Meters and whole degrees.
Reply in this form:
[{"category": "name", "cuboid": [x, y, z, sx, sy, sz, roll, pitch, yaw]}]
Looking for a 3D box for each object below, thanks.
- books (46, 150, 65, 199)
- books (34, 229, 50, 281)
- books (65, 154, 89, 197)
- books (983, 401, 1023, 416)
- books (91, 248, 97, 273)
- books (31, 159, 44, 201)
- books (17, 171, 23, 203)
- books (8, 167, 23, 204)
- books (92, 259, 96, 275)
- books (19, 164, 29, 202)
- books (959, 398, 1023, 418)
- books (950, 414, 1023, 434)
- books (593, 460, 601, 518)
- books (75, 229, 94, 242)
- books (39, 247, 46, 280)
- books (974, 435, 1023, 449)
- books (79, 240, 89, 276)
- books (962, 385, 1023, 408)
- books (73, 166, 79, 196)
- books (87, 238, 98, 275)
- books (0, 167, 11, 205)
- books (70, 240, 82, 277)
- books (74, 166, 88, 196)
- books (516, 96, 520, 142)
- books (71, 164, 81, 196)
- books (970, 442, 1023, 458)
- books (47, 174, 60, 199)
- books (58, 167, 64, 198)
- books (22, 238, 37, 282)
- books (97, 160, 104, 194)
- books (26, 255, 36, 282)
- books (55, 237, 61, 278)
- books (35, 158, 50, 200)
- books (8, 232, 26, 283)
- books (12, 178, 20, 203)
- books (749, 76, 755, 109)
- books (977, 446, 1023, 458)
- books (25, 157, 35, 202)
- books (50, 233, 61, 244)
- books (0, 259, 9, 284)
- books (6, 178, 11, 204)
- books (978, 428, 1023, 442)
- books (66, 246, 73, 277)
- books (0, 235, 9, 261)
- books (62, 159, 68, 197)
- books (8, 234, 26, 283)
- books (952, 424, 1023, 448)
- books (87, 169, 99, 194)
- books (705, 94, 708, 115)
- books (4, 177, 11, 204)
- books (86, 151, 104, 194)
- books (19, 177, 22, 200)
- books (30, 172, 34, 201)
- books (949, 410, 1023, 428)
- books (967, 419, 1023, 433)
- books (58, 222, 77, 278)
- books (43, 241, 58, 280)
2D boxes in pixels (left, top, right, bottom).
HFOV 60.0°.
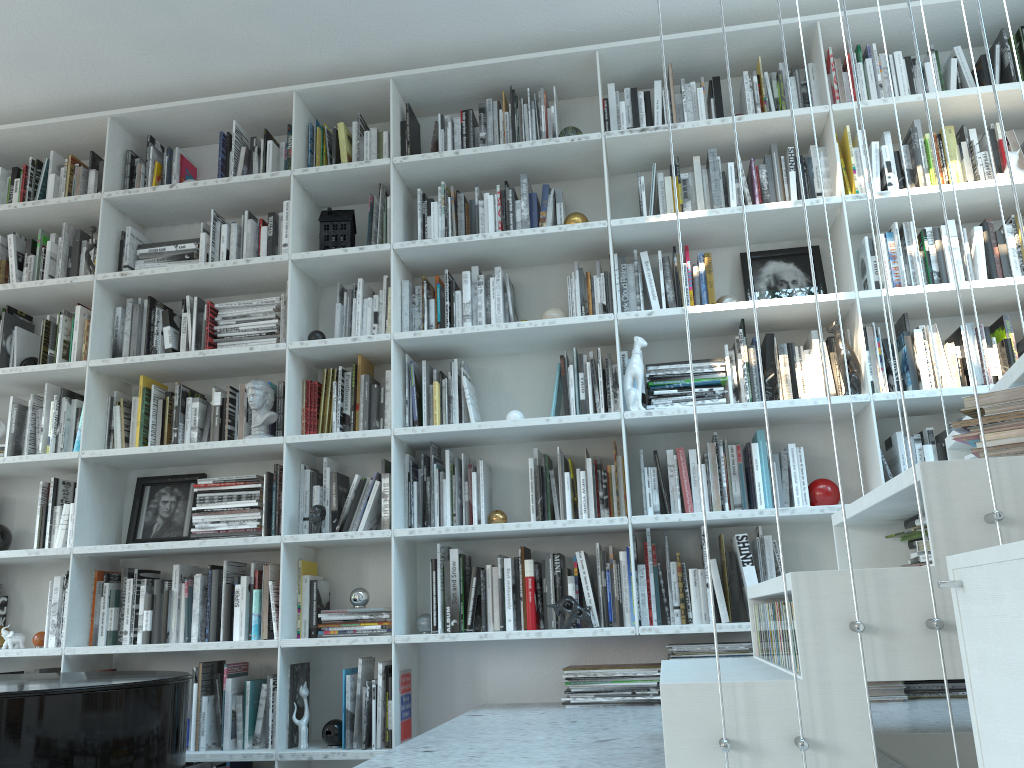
[{"category": "books", "cuboid": [-2.041, -0.873, 4.012, 0.014, 0.314, 0.166, -4, -15, 9]}, {"category": "books", "cuboid": [-2.051, -0.515, 3.918, 0.012, 0.307, 0.145, -4, -15, 9]}, {"category": "books", "cuboid": [-1.930, -0.862, 3.973, 0.014, 0.265, 0.192, -4, -15, 9]}, {"category": "books", "cuboid": [0.999, 0.050, 1.656, 0.184, 0.016, 0.179, -13, -19, 36]}, {"category": "books", "cuboid": [-1.766, -0.517, 3.865, 0.055, 0.263, 0.167, -4, -15, 9]}, {"category": "books", "cuboid": [-2.106, -0.852, 4.007, 0.013, 0.275, 0.165, -4, -15, 9]}, {"category": "books", "cuboid": [-2.179, -0.824, 4.021, 0.013, 0.234, 0.155, -4, -15, 9]}, {"category": "books", "cuboid": [-2.228, -0.833, 4.045, 0.028, 0.267, 0.152, -4, -15, 9]}, {"category": "books", "cuboid": [-1.752, -0.537, 3.867, 0.058, 0.301, 0.175, -4, -15, 9]}, {"category": "books", "cuboid": [-2.157, -0.836, 4.013, 0.013, 0.251, 0.184, -4, -15, 9]}, {"category": "books", "cuboid": [0.988, 0.038, 1.647, 0.254, 0.005, 0.161, -15, -20, 40]}, {"category": "books", "cuboid": [0.988, 0.066, 1.638, 0.296, 0.007, 0.146, -14, -19, 38]}, {"category": "books", "cuboid": [0.319, 0.408, 3.302, 0.016, 0.230, 0.138, -4, -15, 9]}, {"category": "books", "cuboid": [-1.876, -0.516, 3.905, 0.022, 0.289, 0.147, -4, -15, 9]}, {"category": "books", "cuboid": [-2.015, -0.470, 3.900, 0.010, 0.208, 0.174, -4, -15, 9]}, {"category": "books", "cuboid": [0.999, 0.108, 1.638, 0.222, 0.011, 0.180, -15, -19, 39]}, {"category": "books", "cuboid": [-1.827, -0.491, 3.873, 0.022, 0.222, 0.161, -4, -15, 9]}, {"category": "books", "cuboid": [0.993, 0.025, 1.657, 0.157, 0.025, 0.234, 12, -20, -42]}, {"category": "books", "cuboid": [-1.895, -0.838, 3.955, 0.013, 0.206, 0.178, -4, -15, 9]}, {"category": "books", "cuboid": [-1.802, -0.496, 3.886, 0.025, 0.236, 0.153, -4, -15, 9]}, {"category": "books", "cuboid": [-2.286, -0.831, 4.037, 0.010, 0.263, 0.161, -4, -15, 9]}, {"category": "books", "cuboid": [-1.853, -0.488, 3.873, 0.030, 0.217, 0.183, -4, -15, 9]}, {"category": "books", "cuboid": [-1.876, -0.837, 3.949, 0.026, 0.199, 0.187, -4, -15, 9]}, {"category": "books", "cuboid": [0.038, -1.026, 3.685, 0.006, 0.288, 0.156, -4, -15, 9]}, {"category": "books", "cuboid": [-1.911, -0.844, 3.972, 0.021, 0.228, 0.161, -4, -15, 9]}, {"category": "books", "cuboid": [1.008, 0.119, 1.645, 0.254, 0.007, 0.189, -13, -18, 35]}, {"category": "books", "cuboid": [-2.018, -0.816, 3.986, 0.031, 0.189, 0.182, -4, -15, 9]}, {"category": "books", "cuboid": [-1.989, -0.838, 3.996, 0.026, 0.235, 0.134, -4, -15, 9]}, {"category": "books", "cuboid": [-2.095, -0.489, 3.926, 0.027, 0.264, 0.169, -4, -15, 9]}, {"category": "books", "cuboid": [-1.795, -0.855, 3.962, 0.026, 0.236, 0.149, -4, -15, 9]}, {"category": "books", "cuboid": [-2.068, -0.451, 3.905, 0.028, 0.179, 0.168, -4, -15, 9]}, {"category": "books", "cuboid": [-1.949, -0.498, 3.903, 0.028, 0.260, 0.136, -4, -15, 9]}, {"category": "books", "cuboid": [-2.075, -0.853, 3.999, 0.052, 0.272, 0.173, -4, -15, 9]}, {"category": "books", "cuboid": [-2.189, -0.503, 3.956, 0.013, 0.314, 0.135, -4, -15, 9]}, {"category": "books", "cuboid": [-2.200, -0.805, 4.023, 0.030, 0.201, 0.152, -4, -15, 9]}, {"category": "books", "cuboid": [0.961, -1.080, 3.558, 0.008, 0.257, 0.147, -4, -15, 9]}, {"category": "books", "cuboid": [1.001, 0.126, 1.635, 0.215, 0.013, 0.189, -15, -20, 40]}, {"category": "books", "cuboid": [-2.146, -0.859, 4.019, 0.010, 0.298, 0.151, -4, -15, 9]}, {"category": "books", "cuboid": [-1.996, -0.506, 3.919, 0.026, 0.285, 0.138, -4, -15, 9]}, {"category": "books", "cuboid": [-2.211, -0.438, 3.936, 0.034, 0.180, 0.160, -4, -15, 9]}, {"category": "books", "cuboid": [-2.247, -0.806, 4.042, 0.012, 0.215, 0.150, -4, -15, 9]}, {"category": "books", "cuboid": [0.989, 0.093, 1.631, 0.215, 0.014, 0.138, -13, -18, 35]}, {"category": "books", "cuboid": [-1.898, -0.478, 3.896, 0.024, 0.213, 0.150, -4, -15, 9]}, {"category": "books", "cuboid": [-2.242, -0.493, 3.944, 0.023, 0.292, 0.156, -4, -15, 9]}, {"category": "books", "cuboid": [-1.970, -0.856, 3.998, 0.014, 0.268, 0.156, -4, -15, 9]}, {"category": "books", "cuboid": [-2.149, -0.499, 3.922, 0.075, 0.284, 0.179, -4, -15, 9]}, {"category": "books", "cuboid": [0.989, 0.083, 1.634, 0.296, 0.006, 0.146, -16, -20, 42]}, {"category": "books", "cuboid": [-1.824, -0.830, 3.950, 0.031, 0.184, 0.177, -4, -15, 9]}, {"category": "books", "cuboid": [0.794, -1.056, 3.611, 0.009, 0.250, 0.057, -4, -15, 9]}, {"category": "books", "cuboid": [-2.264, -0.811, 4.055, 0.025, 0.234, 0.130, -4, -15, 9]}, {"category": "books", "cuboid": [-1.846, -0.876, 3.972, 0.013, 0.284, 0.160, -4, -15, 9]}, {"category": "books", "cuboid": [-2.168, -0.817, 4.009, 0.011, 0.215, 0.160, -4, -15, 9]}, {"category": "books", "cuboid": [-2.123, -0.827, 4.019, 0.029, 0.235, 0.130, -4, -15, 9]}, {"category": "books", "cuboid": [0.988, 0.059, 1.640, 0.296, 0.007, 0.146, -16, -20, 42]}, {"category": "books", "cuboid": [0.999, 0.077, 1.647, 0.171, 0.011, 0.232, 12, -21, -43]}, {"category": "books", "cuboid": [-1.920, -0.530, 3.892, 0.011, 0.312, 0.184, -4, -15, 9]}, {"category": "books", "cuboid": [-1.976, -0.484, 3.885, 0.021, 0.225, 0.192, -4, -15, 9]}]
